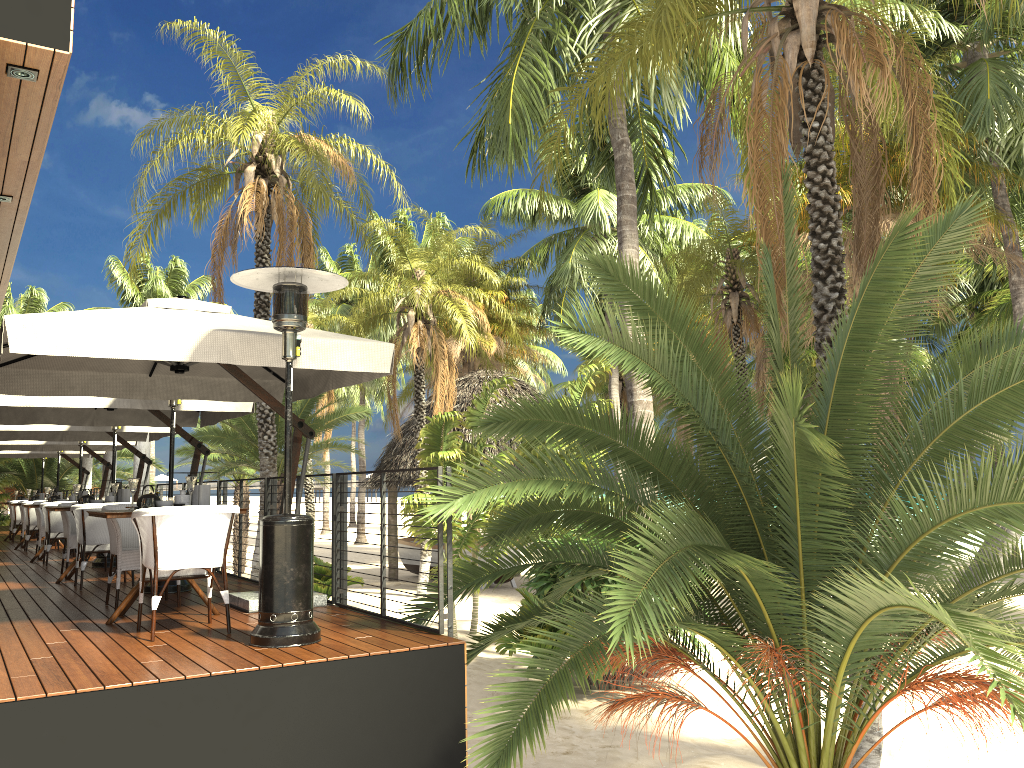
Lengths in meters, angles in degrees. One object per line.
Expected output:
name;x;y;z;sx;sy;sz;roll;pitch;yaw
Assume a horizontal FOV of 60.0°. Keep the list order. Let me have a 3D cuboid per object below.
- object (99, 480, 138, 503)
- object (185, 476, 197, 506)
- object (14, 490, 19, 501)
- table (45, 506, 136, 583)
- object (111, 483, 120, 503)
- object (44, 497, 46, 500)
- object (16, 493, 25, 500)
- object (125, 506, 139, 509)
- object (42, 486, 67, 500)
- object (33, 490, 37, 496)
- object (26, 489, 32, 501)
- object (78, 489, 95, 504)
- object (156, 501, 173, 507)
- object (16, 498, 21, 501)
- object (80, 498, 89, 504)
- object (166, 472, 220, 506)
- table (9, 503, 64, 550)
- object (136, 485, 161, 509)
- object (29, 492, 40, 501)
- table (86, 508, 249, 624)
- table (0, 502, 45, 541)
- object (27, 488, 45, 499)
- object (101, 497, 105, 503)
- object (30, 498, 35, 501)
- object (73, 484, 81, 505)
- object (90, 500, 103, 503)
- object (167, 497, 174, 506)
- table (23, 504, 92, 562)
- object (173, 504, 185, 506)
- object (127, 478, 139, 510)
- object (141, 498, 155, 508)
object;-4.139;1.143;9.326;0.263;0.264;0.263;-3;-7;13
object;-2.254;0.763;6.221;0.082;0.227;0.082;3;-9;-31
object;-9.974;2.256;17.829;0.082;0.227;0.082;3;-9;-31
table;-4.269;1.634;9.134;0.931;0.751;0.930;3;-8;-32
object;-4.067;1.129;9.080;0.082;0.227;0.082;3;-9;-31
object;-7.912;1.972;15.084;0.086;0.086;0.086;2;-8;-27
object;-9.795;2.262;17.680;0.163;0.179;0.167;3;-8;-30
object;-2.717;0.920;6.596;0.294;0.025;0.170;3;-8;-32
object;-7.726;1.868;14.982;0.263;0.264;0.263;-3;-7;13
object;-9.469;2.219;17.597;0.082;0.227;0.082;3;-9;-31
object;-8.159;1.890;14.967;0.082;0.227;0.082;3;-9;-31
object;-4.391;1.172;9.162;0.168;0.179;0.162;4;-9;-34
object;-2.415;0.844;6.159;0.116;0.065;0.116;2;-8;-28
object;-9.715;2.283;17.464;0.086;0.086;0.086;3;-8;-32
object;-4.313;1.192;8.947;0.086;0.086;0.086;2;-8;-27
object;-2.326;0.777;6.467;0.263;0.264;0.263;-3;-7;13
table;-7.869;2.361;14.810;0.931;0.751;0.930;3;-8;-32
object;-2.578;0.806;6.303;0.168;0.179;0.162;4;-9;-34
object;-7.981;1.896;14.818;0.163;0.179;0.167;3;-8;-30
table;-2.469;1.271;6.296;0.931;0.751;0.930;3;-8;-32
table;-9.673;2.725;17.655;0.931;0.751;0.930;3;-8;-32
object;-9.540;2.234;17.843;0.263;0.264;0.263;-3;-7;13
object;-4.325;1.248;9.428;0.086;0.086;0.086;2;-8;-27
object;-7.900;1.916;14.603;0.086;0.086;0.086;2;-8;-27
object;-4.572;1.166;9.311;0.082;0.227;0.082;3;-9;-31
object;-4.228;1.210;9.018;0.116;0.065;0.116;2;-8;-28
object;-2.512;0.882;6.569;0.086;0.086;0.086;2;-8;-27
table;-6.069;1.998;11.972;0.931;0.751;0.930;3;-8;-32
object;-2.331;0.860;6.212;0.080;0.042;0.080;5;-9;-41
object;-2.759;0.800;6.453;0.082;0.227;0.082;3;-9;-31
object;-2.500;0.826;6.088;0.086;0.086;0.086;2;-8;-27
